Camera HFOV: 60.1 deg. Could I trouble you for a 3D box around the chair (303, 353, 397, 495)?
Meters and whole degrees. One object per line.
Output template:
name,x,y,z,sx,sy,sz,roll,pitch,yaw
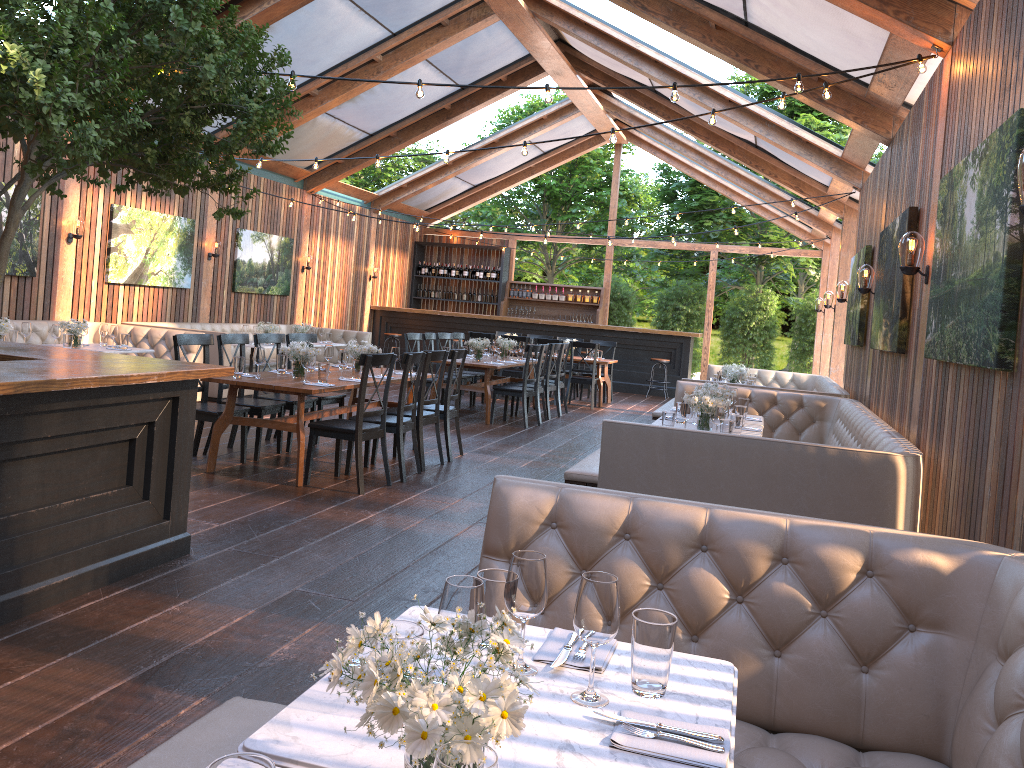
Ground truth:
chair,-1.208,0.256,6.703,0.540,1.019,0.477,5,2,21

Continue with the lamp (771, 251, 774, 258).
lamp,4.863,-2.415,16.527,0.056,0.120,0.056,5,2,24

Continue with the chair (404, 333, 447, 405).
chair,-1.141,-0.132,11.412,0.540,1.019,0.477,5,2,16

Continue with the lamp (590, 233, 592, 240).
lamp,1.412,-2.634,15.818,0.056,0.121,0.056,6,2,42

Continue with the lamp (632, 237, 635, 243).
lamp,2.169,-2.575,15.831,0.056,0.121,0.056,6,2,35

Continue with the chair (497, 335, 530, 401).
chair,0.051,-0.270,14.235,0.478,1.019,0.540,5,2,11

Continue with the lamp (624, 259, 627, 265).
lamp,2.332,-2.509,18.217,0.056,0.121,0.056,4,2,-15

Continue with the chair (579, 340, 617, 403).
chair,1.477,-0.226,15.129,0.478,1.019,0.539,5,2,21

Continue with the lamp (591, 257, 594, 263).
lamp,1.694,-2.607,18.621,0.059,0.119,0.056,4,2,-11

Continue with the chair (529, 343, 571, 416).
chair,0.538,-0.098,12.670,0.540,1.019,0.477,5,2,16

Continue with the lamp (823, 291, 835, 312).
lamp,4.783,-1.245,13.337,0.178,0.320,0.146,5,2,16

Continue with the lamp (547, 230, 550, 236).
lamp,0.656,-2.696,15.799,0.056,0.120,0.056,5,2,22

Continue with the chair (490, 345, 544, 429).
chair,0.075,-0.002,11.061,0.541,1.019,0.477,6,2,24

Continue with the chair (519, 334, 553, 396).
chair,0.406,-0.341,15.445,0.478,1.019,0.539,5,2,16

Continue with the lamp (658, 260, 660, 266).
lamp,2.959,-2.433,17.793,0.056,0.121,0.056,4,2,-22

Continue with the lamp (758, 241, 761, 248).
lamp,4.452,-2.501,15.895,0.056,0.121,0.056,5,2,-6

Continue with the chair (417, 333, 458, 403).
chair,-0.983,-0.164,11.950,0.540,1.019,0.478,5,2,11

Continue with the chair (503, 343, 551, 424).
chair,0.207,-0.037,11.614,0.540,1.019,0.477,5,2,13

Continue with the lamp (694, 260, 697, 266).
lamp,3.599,-2.382,17.383,0.056,0.120,0.056,4,2,-18

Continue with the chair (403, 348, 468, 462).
chair,-0.724,0.162,8.312,0.540,1.019,0.478,5,2,11

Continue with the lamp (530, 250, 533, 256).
lamp,0.435,-2.880,19.455,0.056,0.119,0.061,5,2,16

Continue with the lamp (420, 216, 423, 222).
lamp,-1.619,-2.948,15.798,0.056,0.119,0.059,4,2,-31

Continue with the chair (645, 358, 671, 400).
chair,2.756,-0.103,16.633,0.468,0.734,0.468,5,2,4

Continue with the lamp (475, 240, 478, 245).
lamp,-0.809,-3.240,20.284,0.058,0.119,0.056,4,2,-29

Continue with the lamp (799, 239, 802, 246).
lamp,5.197,-2.545,15.938,0.056,0.117,0.067,5,2,24

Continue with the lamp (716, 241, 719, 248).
lamp,3.690,-2.499,15.871,0.056,0.121,0.056,5,2,9

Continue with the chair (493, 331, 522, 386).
chair,-0.129,-0.399,15.602,0.478,1.019,0.540,5,2,11

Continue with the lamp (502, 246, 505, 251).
lamp,-0.189,-3.050,19.867,0.056,0.119,0.062,5,2,22

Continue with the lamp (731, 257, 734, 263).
lamp,4.227,-2.369,16.938,0.065,0.118,0.056,5,2,19

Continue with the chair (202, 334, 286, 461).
chair,-2.260,0.094,7.597,0.540,1.019,0.478,5,2,11

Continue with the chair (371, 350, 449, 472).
chair,-0.881,0.194,7.775,0.540,1.019,0.477,5,2,19

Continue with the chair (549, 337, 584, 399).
chair,0.942,-0.284,15.287,0.478,1.019,0.540,5,2,11

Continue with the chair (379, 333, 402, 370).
chair,-2.475,-0.666,18.171,0.469,0.734,0.468,6,2,23

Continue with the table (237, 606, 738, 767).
table,-0.002,0.947,1.735,0.800,0.671,0.799,6,3,15

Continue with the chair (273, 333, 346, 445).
chair,-1.945,0.031,8.671,0.540,1.019,0.477,5,2,21

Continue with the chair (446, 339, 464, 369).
chair,-1.167,-0.525,17.787,0.468,0.734,0.469,5,2,-1

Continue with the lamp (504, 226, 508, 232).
lamp,-0.108,-2.766,15.804,0.056,0.120,0.056,4,2,-28

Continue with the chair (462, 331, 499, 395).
chair,-0.485,-0.327,14.392,0.478,1.019,0.539,5,2,16

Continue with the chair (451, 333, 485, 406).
chair,-0.667,-0.228,13.025,0.540,1.019,0.477,5,2,16

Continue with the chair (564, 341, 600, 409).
chair,1.122,-0.154,13.920,0.478,1.019,0.540,5,2,11

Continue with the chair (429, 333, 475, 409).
chair,-0.825,-0.196,12.487,0.540,1.019,0.477,5,2,21

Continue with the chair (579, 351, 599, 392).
chair,1.448,-0.244,17.017,0.469,0.734,0.467,6,3,40

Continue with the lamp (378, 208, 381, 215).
lamp,-2.361,-3.077,15.815,0.061,0.119,0.056,6,2,32

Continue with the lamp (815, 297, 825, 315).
lamp,5.560,-1.402,15.986,0.178,0.320,0.146,5,2,16

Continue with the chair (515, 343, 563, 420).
chair,0.386,-0.066,12.131,0.541,1.019,0.477,5,2,22

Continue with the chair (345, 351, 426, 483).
chair,-1.016,0.228,7.230,0.540,1.019,0.478,5,2,11

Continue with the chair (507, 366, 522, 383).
chair,0.141,-0.384,17.402,0.467,0.734,0.469,4,2,-8

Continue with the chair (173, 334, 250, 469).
chair,-2.418,0.126,7.059,0.540,1.019,0.477,5,2,16

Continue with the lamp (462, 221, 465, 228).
lamp,-0.865,-2.847,15.800,0.056,0.120,0.056,4,2,-24

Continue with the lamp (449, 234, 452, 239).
lamp,-1.431,-3.448,20.674,0.056,0.117,0.067,5,2,2

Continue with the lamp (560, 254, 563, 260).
lamp,1.073,-2.732,19.054,0.056,0.121,0.056,3,2,-41

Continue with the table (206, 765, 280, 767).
table,-0.232,0.993,0.952,0.800,0.671,0.799,6,3,16

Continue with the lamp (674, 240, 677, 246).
lamp,2.926,-2.526,15.846,0.056,0.121,0.056,6,2,33

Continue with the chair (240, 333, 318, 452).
chair,-2.103,0.062,8.134,0.540,1.019,0.477,5,2,16

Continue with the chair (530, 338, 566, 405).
chair,0.587,-0.212,14.077,0.478,1.019,0.539,5,2,16
